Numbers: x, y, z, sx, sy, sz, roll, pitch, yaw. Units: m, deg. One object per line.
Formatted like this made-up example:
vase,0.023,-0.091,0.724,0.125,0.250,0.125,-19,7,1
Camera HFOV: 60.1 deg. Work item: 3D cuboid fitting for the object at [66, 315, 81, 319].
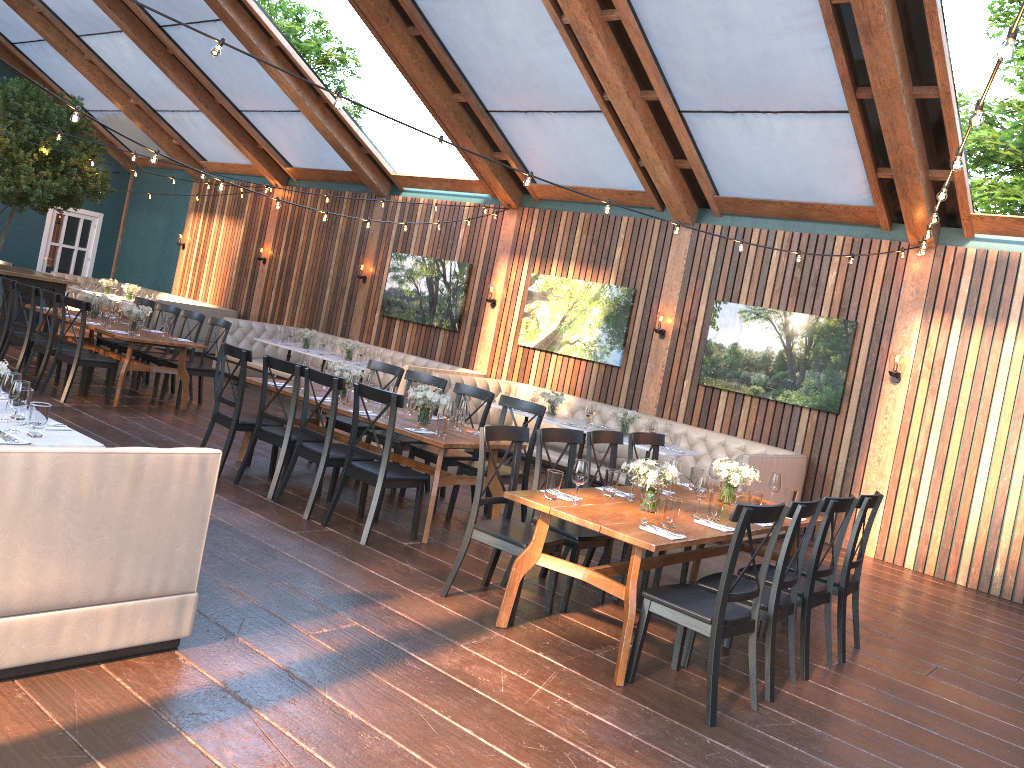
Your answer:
object,-4.945,-0.762,9.992,0.158,0.019,0.254,14,5,39

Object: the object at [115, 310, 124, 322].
object,-4.669,-0.820,10.519,0.091,0.158,0.092,11,1,-25

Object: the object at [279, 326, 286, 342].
object,-3.387,-0.727,13.039,0.092,0.244,0.092,11,1,-3

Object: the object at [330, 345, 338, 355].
object,-2.571,-0.502,12.758,0.092,0.158,0.091,12,1,25

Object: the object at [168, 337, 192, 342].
object,-3.666,-0.493,9.754,0.158,0.019,0.254,14,5,39

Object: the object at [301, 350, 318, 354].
object,-2.804,-0.447,12.338,0.158,0.019,0.254,14,5,39

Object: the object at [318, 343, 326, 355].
object,-2.639,-0.481,12.275,0.092,0.158,0.091,12,1,25

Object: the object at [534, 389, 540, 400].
object,0.274,0.189,10.309,0.092,0.244,0.092,11,1,-3

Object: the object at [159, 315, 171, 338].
object,-3.811,-0.634,9.724,0.092,0.244,0.093,11,1,-26

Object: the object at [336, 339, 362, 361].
object,-2.248,-0.479,12.240,0.334,0.309,0.331,10,3,-35

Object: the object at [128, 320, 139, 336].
object,-3.944,-0.580,9.206,0.091,0.158,0.092,11,1,-15

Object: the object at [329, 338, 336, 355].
object,-2.568,-0.538,12.649,0.092,0.244,0.092,11,1,-3

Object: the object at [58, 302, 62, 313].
object,-5.229,-0.909,10.279,0.091,0.158,0.092,10,1,-35

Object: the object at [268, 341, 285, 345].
object,-3.389,-0.598,12.830,0.158,0.019,0.254,14,5,39

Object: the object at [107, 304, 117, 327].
object,-4.395,-0.748,9.707,0.093,0.244,0.092,12,1,42

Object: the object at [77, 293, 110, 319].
object,-4.920,-0.935,10.415,0.331,0.309,0.334,13,3,34

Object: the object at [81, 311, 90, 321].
object,-4.778,-0.794,9.910,0.091,0.158,0.092,10,2,-45

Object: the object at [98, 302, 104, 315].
object,-5.100,-0.929,10.911,0.091,0.158,0.092,11,1,-25

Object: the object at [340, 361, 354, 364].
object,-2.195,-0.292,11.839,0.158,0.019,0.254,14,5,39

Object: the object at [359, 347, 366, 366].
object,-2.017,-0.375,11.886,0.093,0.244,0.092,12,1,42

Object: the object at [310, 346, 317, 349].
object,-3.044,-0.556,13.200,0.158,0.019,0.254,14,5,39

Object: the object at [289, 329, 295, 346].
object,-3.211,-0.681,12.877,0.092,0.244,0.092,11,1,-3

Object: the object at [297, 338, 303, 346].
object,-3.182,-0.658,13.262,0.092,0.158,0.091,12,1,25

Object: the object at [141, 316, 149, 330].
object,-4.245,-0.710,10.203,0.092,0.158,0.092,11,1,5

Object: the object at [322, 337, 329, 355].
object,-2.626,-0.530,12.384,0.092,0.244,0.092,11,1,-3

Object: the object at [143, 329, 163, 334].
object,-4.113,-0.607,10.124,0.158,0.019,0.254,14,5,39

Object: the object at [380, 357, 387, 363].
object,-1.753,-0.286,11.988,0.091,0.158,0.092,11,1,-15

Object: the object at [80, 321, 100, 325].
object,-4.562,-0.663,9.661,0.158,0.019,0.254,14,5,39

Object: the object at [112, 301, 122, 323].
object,-4.649,-0.847,10.417,0.093,0.244,0.092,12,1,36

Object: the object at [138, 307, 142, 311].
object,-4.264,-0.748,10.059,0.092,0.244,0.092,11,1,-9

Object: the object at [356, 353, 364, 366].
object,-2.030,-0.326,11.777,0.092,0.158,0.091,12,1,25

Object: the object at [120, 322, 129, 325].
object,-4.519,-0.708,10.468,0.158,0.019,0.254,14,5,39

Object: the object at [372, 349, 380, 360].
object,-1.851,-0.350,11.992,0.092,0.244,0.092,11,1,-3

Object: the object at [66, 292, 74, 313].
object,-5.215,-0.960,10.414,0.092,0.244,0.092,11,1,-3

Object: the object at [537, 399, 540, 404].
object,0.270,0.224,10.418,0.092,0.158,0.091,12,1,25

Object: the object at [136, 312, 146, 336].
object,-3.929,-0.631,9.354,0.093,0.244,0.092,12,1,42

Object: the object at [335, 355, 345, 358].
object,-2.433,-0.400,12.696,0.158,0.019,0.254,14,5,39

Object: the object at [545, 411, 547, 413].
object,0.409,0.327,10.356,0.158,0.019,0.254,14,5,39

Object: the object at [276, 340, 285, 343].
object,-3.455,-0.637,13.199,0.257,0.019,0.156,14,5,39

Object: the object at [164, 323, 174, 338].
object,-3.818,-0.599,9.822,0.091,0.158,0.092,11,1,-15

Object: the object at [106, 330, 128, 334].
object,-4.120,-0.550,9.293,0.158,0.019,0.254,14,5,39

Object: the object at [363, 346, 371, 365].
object,-1.996,-0.391,12.177,0.092,0.244,0.092,11,1,-3

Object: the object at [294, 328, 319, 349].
object,-2.980,-0.666,12.843,0.334,0.309,0.331,9,3,-39

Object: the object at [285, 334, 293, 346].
object,-3.224,-0.632,12.768,0.092,0.158,0.091,12,1,25

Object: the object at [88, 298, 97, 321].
object,-4.768,-0.845,10.034,0.093,0.244,0.092,12,1,36

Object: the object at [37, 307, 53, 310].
object,-5.417,-0.881,10.357,0.158,0.019,0.254,14,5,39

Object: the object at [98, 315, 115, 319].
object,-4.969,-0.826,10.825,0.158,0.019,0.254,14,5,39

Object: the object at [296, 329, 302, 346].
object,-3.178,-0.694,13.152,0.092,0.244,0.092,11,1,-3

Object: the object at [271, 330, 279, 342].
object,-3.503,-0.706,13.044,0.092,0.158,0.091,12,1,25

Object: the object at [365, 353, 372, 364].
object,-1.999,-0.356,12.286,0.092,0.158,0.091,12,1,25

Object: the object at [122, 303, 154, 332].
object,-4.139,-0.733,9.733,0.328,0.309,0.338,11,2,-14

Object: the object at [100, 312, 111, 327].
object,-4.398,-0.695,9.563,0.091,0.158,0.092,11,1,-25
